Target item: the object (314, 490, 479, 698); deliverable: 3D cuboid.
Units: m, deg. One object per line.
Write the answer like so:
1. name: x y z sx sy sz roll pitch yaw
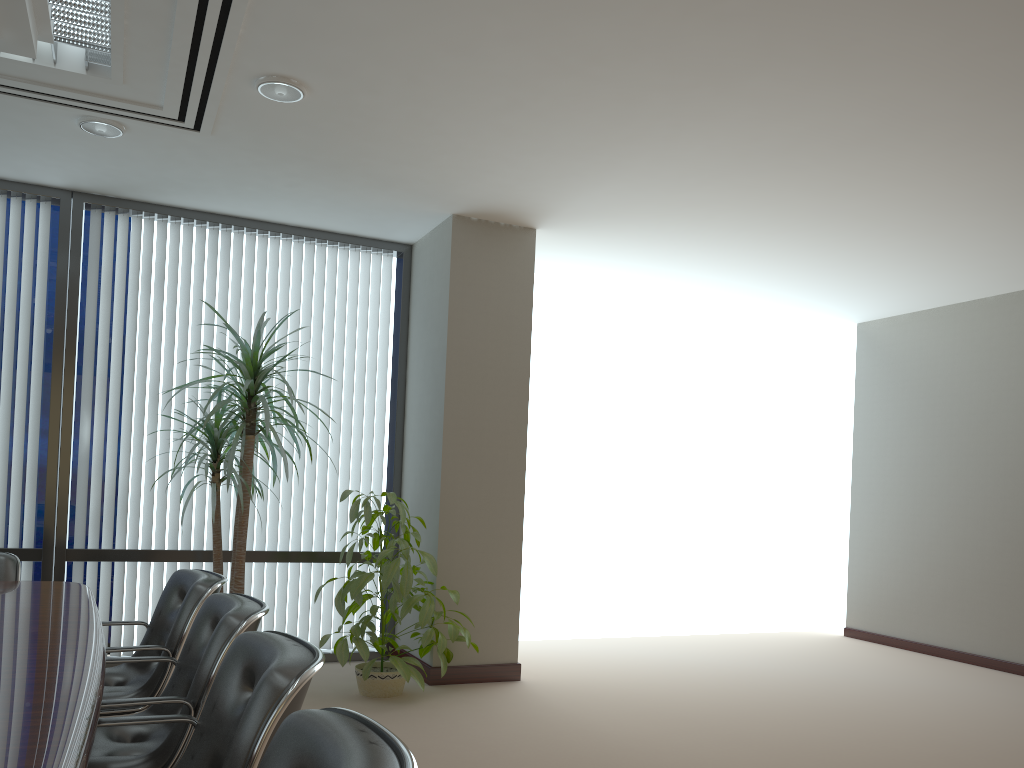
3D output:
1. object: -0.714 1.317 5.417 0.855 1.308 0.984 0 -4 37

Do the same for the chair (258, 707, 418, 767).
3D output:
1. chair: -0.578 0.968 1.261 0.859 0.856 0.755 4 -4 -20

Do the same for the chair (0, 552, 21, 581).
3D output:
1. chair: -2.628 1.211 3.991 0.760 0.856 0.855 4 -4 -24

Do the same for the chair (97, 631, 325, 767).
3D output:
1. chair: -0.899 1.054 2.082 0.854 0.856 0.761 4 -4 -24

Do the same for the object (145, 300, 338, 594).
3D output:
1. object: -1.636 0.694 5.327 1.031 2.307 1.021 1 -2 41

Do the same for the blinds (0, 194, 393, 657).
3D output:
1. blinds: -3.194 0.269 5.495 4.942 2.901 0.050 5 -2 -24

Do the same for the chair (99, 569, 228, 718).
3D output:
1. chair: -1.623 1.206 3.592 0.855 0.856 0.736 5 -4 -29

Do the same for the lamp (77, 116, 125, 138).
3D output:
1. lamp: -2.095 -1.305 4.499 0.226 0.035 0.225 7 -8 -34

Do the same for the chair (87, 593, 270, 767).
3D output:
1. chair: -2.010 1.058 2.513 2.534 0.855 0.760 5 -4 -24

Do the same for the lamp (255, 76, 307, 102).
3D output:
1. lamp: -1.043 -1.323 3.978 0.225 0.035 0.226 2 -7 0

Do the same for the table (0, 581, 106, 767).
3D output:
1. table: -1.839 1.076 2.156 1.510 0.746 4.085 5 -7 -24

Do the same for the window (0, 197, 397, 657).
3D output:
1. window: -3.886 0.039 3.781 3.527 2.898 7.427 1 -6 21
